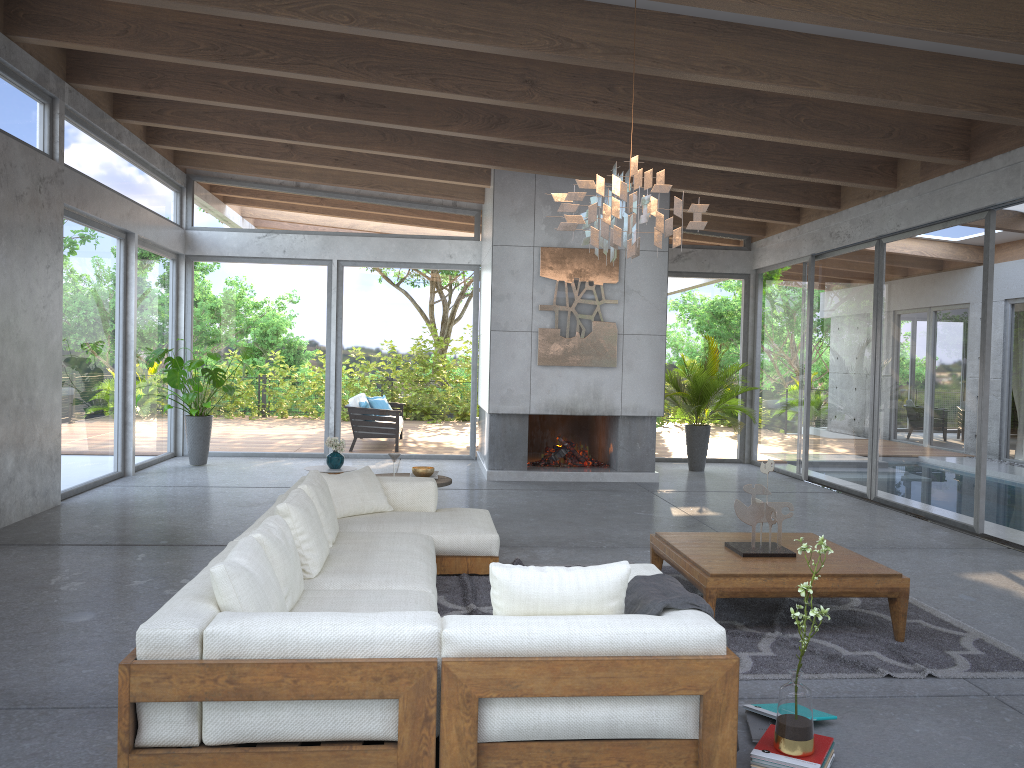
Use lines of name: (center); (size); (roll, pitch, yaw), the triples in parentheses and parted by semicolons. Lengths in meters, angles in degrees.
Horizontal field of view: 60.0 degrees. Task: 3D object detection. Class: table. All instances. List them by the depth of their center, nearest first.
table: (1.417, 1.106, 4.946); (1.048, 0.352, 1.112); (1, 2, -5)
table: (-0.833, 0.957, 6.894); (0.725, 0.441, 0.725); (0, 2, -44)

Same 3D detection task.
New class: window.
window: (1.383, -0.581, 4.607); (14.294, 3.764, 23.280); (1, 2, -5)

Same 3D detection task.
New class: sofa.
sofa: (-0.411, 0.939, 4.675); (1.965, 0.777, 3.733); (1, 2, -6)

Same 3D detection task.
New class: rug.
rug: (0.849, 1.237, 4.953); (3.186, 0.056, 2.187); (1, 2, -5)

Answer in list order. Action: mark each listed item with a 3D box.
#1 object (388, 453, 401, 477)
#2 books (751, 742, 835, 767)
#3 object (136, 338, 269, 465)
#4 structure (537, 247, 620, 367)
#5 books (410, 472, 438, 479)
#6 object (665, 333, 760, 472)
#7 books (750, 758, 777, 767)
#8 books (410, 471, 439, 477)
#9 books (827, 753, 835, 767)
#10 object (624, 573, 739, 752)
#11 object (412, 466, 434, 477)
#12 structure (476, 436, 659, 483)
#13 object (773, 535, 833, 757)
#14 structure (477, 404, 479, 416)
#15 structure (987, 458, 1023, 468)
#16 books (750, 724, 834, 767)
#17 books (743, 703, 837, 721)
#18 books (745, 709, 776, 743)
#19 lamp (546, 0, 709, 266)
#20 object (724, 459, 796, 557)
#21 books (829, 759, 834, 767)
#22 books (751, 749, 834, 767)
object: (-0.891, 0.633, 6.701); (0.099, 0.212, 0.099); (2, 2, 25)
books: (0.968, 1.260, 3.043); (0.219, 0.012, 0.286); (2, 2, 29)
object: (-3.893, 0.212, 10.974); (1.416, 1.540, 1.731); (2, 2, 14)
structure: (0.762, -0.875, 10.150); (0.919, 1.351, 0.041); (1, 2, -5)
books: (-0.703, 0.727, 7.075); (0.220, 0.015, 0.303); (1, 2, -6)
object: (2.443, 0.221, 11.567); (1.484, 1.819, 1.798); (1, 2, 2)
books: (0.965, 1.273, 3.053); (0.219, 0.012, 0.286); (2, 2, 29)
books: (-0.695, 0.714, 7.074); (0.205, 0.012, 0.290); (1, 2, 0)
books: (0.964, 1.298, 3.033); (0.219, 0.012, 0.286); (2, 2, 29)
object: (0.466, 1.105, 3.309); (0.857, 0.704, 0.472); (1, 2, -9)
object: (-0.685, 0.693, 6.834); (0.173, 0.097, 0.173); (1, 2, -26)
structure: (0.614, 0.806, 11.312); (2.012, 0.595, 2.203); (1, 2, -5)
object: (0.970, 0.868, 2.955); (0.171, 0.750, 0.238); (2, 2, 16)
structure: (-3.311, 0.643, 12.830); (15.587, 3.022, 31.708); (2, 2, 35)
structure: (8.069, 1.373, 7.411); (0.477, 0.068, 13.673); (1, 2, -6)
books: (0.966, 1.248, 3.047); (0.219, 0.012, 0.286); (2, 2, 29)
books: (1.076, 1.273, 3.441); (0.288, 0.074, 0.219); (0, 2, -30)
books: (1.002, 1.291, 3.335); (0.219, 0.012, 0.286); (2, 2, 9)
lamp: (0.512, -1.335, 4.690); (0.862, 1.400, 0.636); (3, 2, 41)
object: (1.399, 0.670, 4.956); (0.346, 0.518, 0.379); (1, 2, -5)
books: (0.964, 1.310, 3.039); (0.219, 0.012, 0.286); (2, 2, 29)
books: (0.964, 1.285, 3.038); (0.219, 0.012, 0.286); (2, 2, 29)
